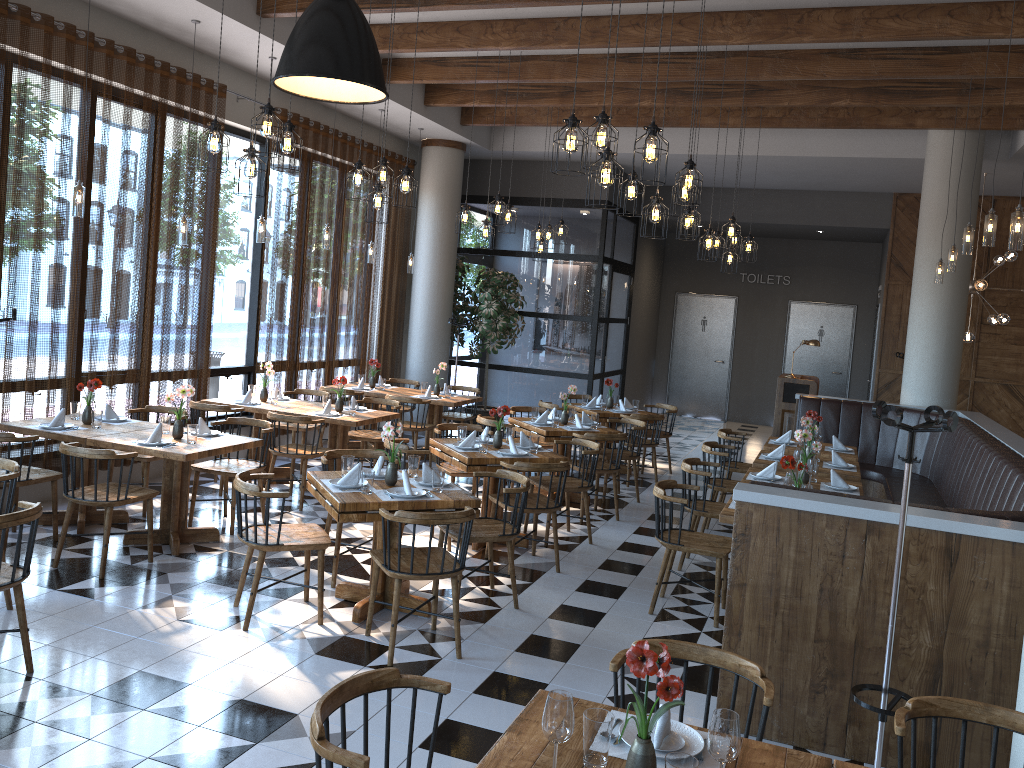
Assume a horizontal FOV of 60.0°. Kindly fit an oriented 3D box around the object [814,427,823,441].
[{"bbox_3d":[2.934,0.523,8.503,0.081,0.215,0.081,2,4,-39],"label":"object"}]

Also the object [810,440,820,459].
[{"bbox_3d":[2.552,0.588,7.468,0.081,0.215,0.081,2,4,-39],"label":"object"}]

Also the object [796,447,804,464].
[{"bbox_3d":[2.469,0.612,7.586,0.080,0.132,0.080,5,4,5],"label":"object"}]

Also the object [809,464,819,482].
[{"bbox_3d":[2.287,0.676,6.730,0.080,0.132,0.080,6,4,20],"label":"object"}]

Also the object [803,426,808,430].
[{"bbox_3d":[2.956,0.490,8.877,0.081,0.215,0.081,5,3,12],"label":"object"}]

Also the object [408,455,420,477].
[{"bbox_3d":[-0.636,0.533,5.724,0.080,0.132,0.080,4,4,-15],"label":"object"}]

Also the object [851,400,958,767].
[{"bbox_3d":[1.534,0.909,3.561,0.374,1.655,0.375,5,3,-3],"label":"object"}]

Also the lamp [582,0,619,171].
[{"bbox_3d":[0.551,-2.189,4.732,0.175,2.066,0.175,7,4,38],"label":"lamp"}]

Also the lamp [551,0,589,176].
[{"bbox_3d":[0.379,-2.135,4.610,0.175,2.066,0.175,6,3,27],"label":"lamp"}]

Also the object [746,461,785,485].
[{"bbox_3d":[1.934,0.647,6.716,0.272,0.137,0.352,6,5,20],"label":"object"}]

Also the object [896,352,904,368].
[{"bbox_3d":[5.834,0.360,13.266,0.375,1.655,0.374,7,4,42],"label":"object"}]

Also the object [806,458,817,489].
[{"bbox_3d":[2.171,0.653,6.434,0.081,0.215,0.081,4,3,-17],"label":"object"}]

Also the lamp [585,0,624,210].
[{"bbox_3d":[0.552,-1.937,4.513,0.175,2.066,0.175,7,4,38],"label":"lamp"}]

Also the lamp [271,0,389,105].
[{"bbox_3d":[-0.538,-1.915,2.949,0.390,1.861,0.391,5,3,7],"label":"lamp"}]

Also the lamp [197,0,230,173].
[{"bbox_3d":[-1.747,-2.333,5.364,0.175,2.066,0.175,3,3,-27],"label":"lamp"}]

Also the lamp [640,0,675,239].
[{"bbox_3d":[1.067,-2.043,6.111,0.175,2.066,0.175,4,3,-9],"label":"lamp"}]

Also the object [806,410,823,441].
[{"bbox_3d":[2.954,0.436,8.701,0.156,0.354,0.171,5,3,13],"label":"object"}]

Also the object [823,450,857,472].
[{"bbox_3d":[2.805,0.638,7.567,0.272,0.137,0.352,6,5,20],"label":"object"}]

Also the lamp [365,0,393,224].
[{"bbox_3d":[-0.958,-2.267,6.766,0.175,2.066,0.175,7,4,39],"label":"lamp"}]

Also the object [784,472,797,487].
[{"bbox_3d":[1.814,0.684,5.781,0.081,0.215,0.081,6,4,28],"label":"object"}]

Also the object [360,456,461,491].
[{"bbox_3d":[-0.682,0.540,5.581,0.581,0.137,0.579,2,6,-25],"label":"object"}]

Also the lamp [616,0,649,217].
[{"bbox_3d":[0.884,-2.179,5.996,0.175,2.066,0.175,2,4,-43],"label":"lamp"}]

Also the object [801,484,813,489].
[{"bbox_3d":[1.781,0.719,5.377,0.081,0.215,0.081,4,3,-11],"label":"object"}]

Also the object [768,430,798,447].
[{"bbox_3d":[2.697,0.517,8.786,0.272,0.137,0.352,6,5,20],"label":"object"}]

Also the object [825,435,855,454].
[{"bbox_3d":[3.185,0.574,8.598,0.272,0.137,0.352,6,5,20],"label":"object"}]

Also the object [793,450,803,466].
[{"bbox_3d":[2.203,0.618,6.835,0.081,0.215,0.081,4,3,-17],"label":"object"}]

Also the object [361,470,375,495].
[{"bbox_3d":[-0.838,0.571,5.142,0.080,0.132,0.080,4,4,-5],"label":"object"}]

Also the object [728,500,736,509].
[{"bbox_3d":[1.545,0.713,5.662,0.272,0.137,0.352,6,5,20],"label":"object"}]

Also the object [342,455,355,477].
[{"bbox_3d":[-1.029,0.518,5.539,0.080,0.132,0.080,4,4,-5],"label":"object"}]

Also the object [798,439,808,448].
[{"bbox_3d":[2.574,0.555,7.842,0.081,0.215,0.081,5,3,12],"label":"object"}]

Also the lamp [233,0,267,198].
[{"bbox_3d":[-1.543,-2.191,5.425,0.175,2.066,0.175,5,3,6],"label":"lamp"}]

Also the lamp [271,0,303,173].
[{"bbox_3d":[-1.315,-2.347,5.426,0.175,2.066,0.175,4,3,-5],"label":"lamp"}]

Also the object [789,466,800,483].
[{"bbox_3d":[2.079,0.678,6.528,0.080,0.132,0.080,6,4,25],"label":"object"}]

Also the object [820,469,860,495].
[{"bbox_3d":[2.422,0.703,6.527,0.272,0.137,0.352,6,5,20],"label":"object"}]

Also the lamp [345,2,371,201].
[{"bbox_3d":[-1.128,-2.465,6.867,0.175,2.066,0.175,6,3,28],"label":"lamp"}]

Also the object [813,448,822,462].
[{"bbox_3d":[2.668,0.612,7.763,0.080,0.132,0.080,6,4,20],"label":"object"}]

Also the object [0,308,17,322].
[{"bbox_3d":[-3.253,0.351,5.415,0.374,1.655,0.375,5,3,2],"label":"object"}]

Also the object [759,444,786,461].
[{"bbox_3d":[2.317,0.581,7.756,0.272,0.137,0.352,6,5,20],"label":"object"}]

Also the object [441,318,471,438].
[{"bbox_3d":[-0.776,-0.070,12.136,0.375,1.655,0.374,7,4,42],"label":"object"}]

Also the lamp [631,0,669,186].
[{"bbox_3d":[0.772,-2.044,4.439,0.175,2.066,0.175,5,3,5],"label":"lamp"}]

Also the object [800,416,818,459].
[{"bbox_3d":[2.559,0.476,7.674,0.146,0.399,0.207,6,4,27],"label":"object"}]

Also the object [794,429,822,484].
[{"bbox_3d":[2.204,0.544,6.634,0.207,0.399,0.146,6,3,22],"label":"object"}]

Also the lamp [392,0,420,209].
[{"bbox_3d":[-0.739,-2.374,6.688,0.175,2.066,0.175,5,3,6],"label":"lamp"}]

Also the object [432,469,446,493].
[{"bbox_3d":[-0.445,0.584,5.338,0.080,0.132,0.080,4,4,-15],"label":"object"}]

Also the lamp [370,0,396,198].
[{"bbox_3d":[-0.955,-2.519,6.985,0.175,2.066,0.175,7,4,39],"label":"lamp"}]

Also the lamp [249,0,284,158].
[{"bbox_3d":[-1.386,-2.392,5.229,0.175,2.066,0.175,5,3,6],"label":"lamp"}]

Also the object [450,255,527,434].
[{"bbox_3d":[-0.619,-0.598,12.898,1.635,2.586,1.383,5,3,4],"label":"object"}]

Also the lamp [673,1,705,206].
[{"bbox_3d":[1.268,-2.245,5.959,0.175,2.066,0.175,4,3,-9],"label":"lamp"}]

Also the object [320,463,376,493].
[{"bbox_3d":[-0.974,0.541,5.314,0.271,0.137,0.353,2,5,-25],"label":"object"}]

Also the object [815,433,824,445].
[{"bbox_3d":[3.050,0.547,8.799,0.080,0.132,0.080,6,4,20],"label":"object"}]

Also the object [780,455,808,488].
[{"bbox_3d":[1.771,0.627,5.601,0.171,0.354,0.156,6,4,23],"label":"object"}]

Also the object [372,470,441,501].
[{"bbox_3d":[-0.619,0.582,5.188,0.352,0.137,0.273,2,5,-25],"label":"object"}]
